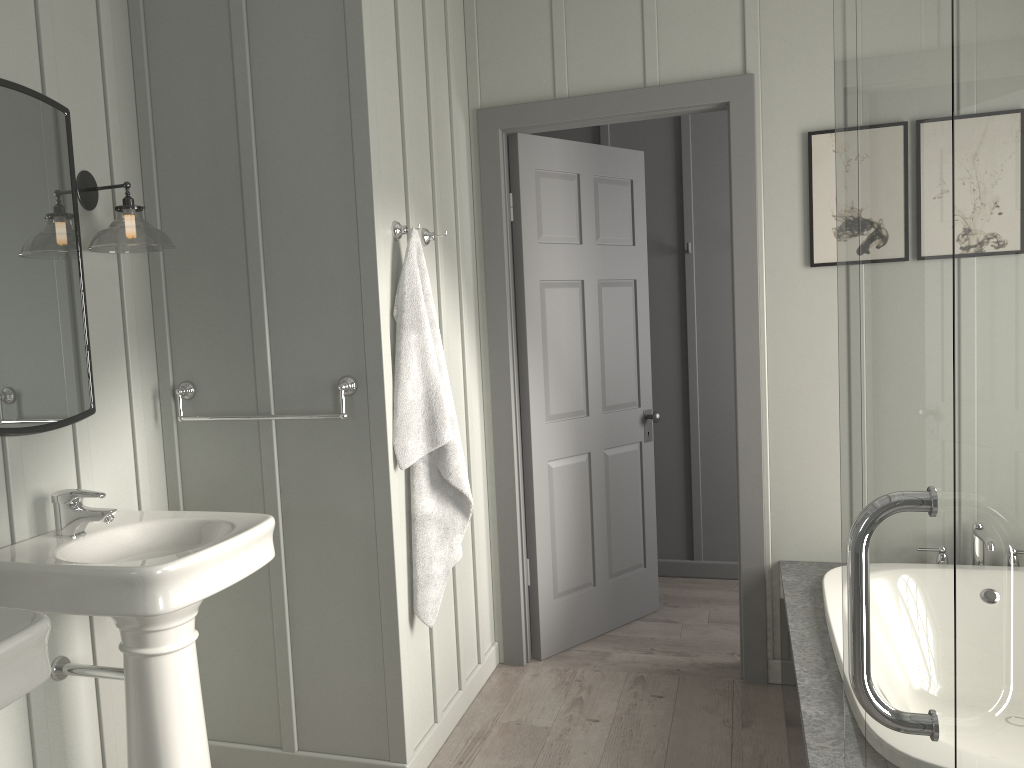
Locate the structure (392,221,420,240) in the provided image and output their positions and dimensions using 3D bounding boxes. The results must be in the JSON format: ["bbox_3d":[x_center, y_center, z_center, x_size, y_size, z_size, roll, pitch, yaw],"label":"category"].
[{"bbox_3d":[-0.313,-0.461,2.644,0.081,0.056,0.055,-2,5,17],"label":"structure"}]

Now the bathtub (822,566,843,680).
[{"bbox_3d":[1.387,0.764,2.267,1.070,0.491,1.527,-2,4,16],"label":"bathtub"}]

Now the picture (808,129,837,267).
[{"bbox_3d":[1.181,-0.641,3.011,0.319,0.462,0.012,-1,5,18],"label":"picture"}]

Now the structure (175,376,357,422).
[{"bbox_3d":[-0.746,0.048,2.632,0.615,0.123,0.053,-2,5,18],"label":"structure"}]

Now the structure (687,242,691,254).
[{"bbox_3d":[0.894,-0.683,4.454,0.020,0.051,0.133,-1,5,15],"label":"structure"}]

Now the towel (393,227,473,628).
[{"bbox_3d":[-0.227,0.132,2.683,0.165,1.205,0.311,-1,5,21],"label":"towel"}]

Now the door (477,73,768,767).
[{"bbox_3d":[-0.678,0.292,0.497,4.348,2.198,7.613,-2,4,16],"label":"door"}]

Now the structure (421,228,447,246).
[{"bbox_3d":[-0.250,-0.482,2.883,0.081,0.056,0.055,-2,5,17],"label":"structure"}]

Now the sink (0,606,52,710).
[{"bbox_3d":[-1.119,0.835,1.479,0.579,1.014,0.557,-1,5,16],"label":"sink"}]

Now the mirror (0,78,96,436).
[{"bbox_3d":[-1.233,-0.314,2.229,0.015,0.885,0.415,-1,5,15],"label":"mirror"}]

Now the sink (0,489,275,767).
[{"bbox_3d":[-0.919,0.769,2.245,0.579,1.014,0.557,-1,5,16],"label":"sink"}]
